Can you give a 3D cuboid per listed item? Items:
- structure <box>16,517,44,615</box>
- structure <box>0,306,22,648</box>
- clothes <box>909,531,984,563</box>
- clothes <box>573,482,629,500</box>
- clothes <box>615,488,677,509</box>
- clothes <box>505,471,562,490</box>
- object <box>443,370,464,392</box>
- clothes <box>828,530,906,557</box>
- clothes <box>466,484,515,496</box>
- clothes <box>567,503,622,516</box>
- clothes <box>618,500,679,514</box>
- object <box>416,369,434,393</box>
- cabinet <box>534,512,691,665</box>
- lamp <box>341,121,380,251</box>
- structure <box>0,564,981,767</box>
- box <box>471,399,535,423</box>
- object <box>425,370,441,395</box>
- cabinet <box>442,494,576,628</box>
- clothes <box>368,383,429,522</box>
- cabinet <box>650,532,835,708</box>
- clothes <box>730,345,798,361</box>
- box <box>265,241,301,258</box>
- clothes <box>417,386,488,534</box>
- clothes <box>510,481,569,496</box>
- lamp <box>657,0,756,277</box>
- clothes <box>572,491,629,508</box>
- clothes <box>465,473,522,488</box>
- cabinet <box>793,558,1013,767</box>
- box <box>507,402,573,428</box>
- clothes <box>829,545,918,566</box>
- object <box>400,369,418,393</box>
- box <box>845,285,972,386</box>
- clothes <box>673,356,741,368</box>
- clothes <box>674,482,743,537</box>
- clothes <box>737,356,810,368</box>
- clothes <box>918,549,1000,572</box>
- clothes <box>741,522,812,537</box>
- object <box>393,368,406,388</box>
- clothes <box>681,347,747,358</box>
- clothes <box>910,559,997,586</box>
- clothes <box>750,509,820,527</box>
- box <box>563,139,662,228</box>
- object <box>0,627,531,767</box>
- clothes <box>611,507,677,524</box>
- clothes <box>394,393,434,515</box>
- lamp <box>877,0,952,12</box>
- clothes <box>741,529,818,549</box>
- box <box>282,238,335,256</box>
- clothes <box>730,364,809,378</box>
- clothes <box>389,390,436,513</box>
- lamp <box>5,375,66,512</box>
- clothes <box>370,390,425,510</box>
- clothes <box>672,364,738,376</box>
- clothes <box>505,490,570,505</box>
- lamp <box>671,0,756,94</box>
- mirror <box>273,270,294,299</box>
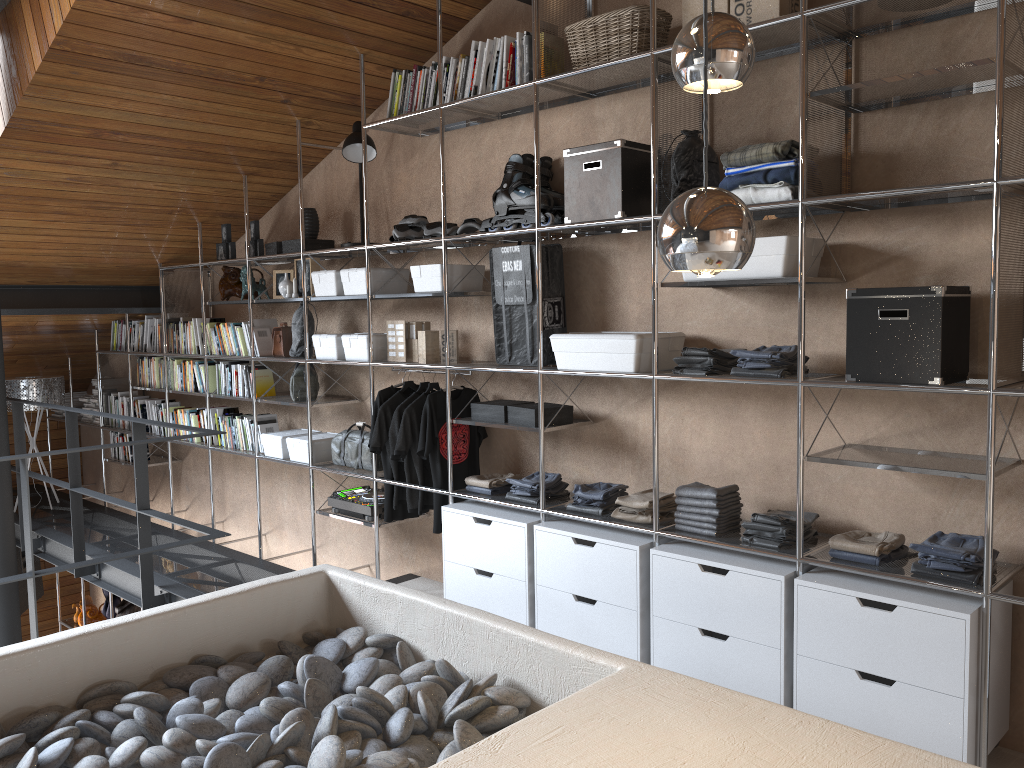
[{"bbox_3d":[-4.161,1.496,7.270,0.461,0.735,0.488,-1,5,4],"label":"structure"},{"bbox_3d":[-2.280,1.044,3.969,1.689,5.699,1.197,3,6,43],"label":"structure"},{"bbox_3d":[1.352,0.499,2.722,0.200,0.052,0.194,-6,7,-45],"label":"clothes"},{"bbox_3d":[0.373,0.437,3.661,0.184,0.049,0.204,3,6,43],"label":"clothes"},{"bbox_3d":[0.536,0.448,3.479,0.187,0.047,0.212,3,7,44],"label":"clothes"},{"bbox_3d":[0.107,0.425,3.902,0.200,0.052,0.194,-6,7,-45],"label":"clothes"},{"bbox_3d":[-0.282,-0.005,4.213,0.016,0.118,0.283,3,6,43],"label":"object"},{"bbox_3d":[1.169,0.512,2.893,0.221,0.050,0.196,-6,7,-44],"label":"clothes"},{"bbox_3d":[-0.067,0.468,4.087,0.248,0.043,0.190,-5,6,-38],"label":"clothes"},{"bbox_3d":[0.368,0.492,3.673,0.207,0.048,0.242,3,6,41],"label":"clothes"},{"bbox_3d":[0.539,0.475,3.468,0.229,0.052,0.199,-5,6,-43],"label":"clothes"},{"bbox_3d":[-0.427,0.028,4.350,0.009,0.197,0.387,3,6,39],"label":"object"},{"bbox_3d":[0.432,0.851,3.625,0.527,0.561,0.435,3,6,44],"label":"cabinet"},{"bbox_3d":[-0.798,-1.037,4.640,0.233,0.660,0.322,-1,5,7],"label":"lamp"},{"bbox_3d":[-1.266,0.861,0.554,2.634,1.120,4.614,3,6,43],"label":"structure"},{"bbox_3d":[-0.041,0.123,4.031,0.207,0.079,0.208,3,6,42],"label":"box"},{"bbox_3d":[-0.380,0.031,4.305,0.009,0.197,0.387,3,6,39],"label":"object"},{"bbox_3d":[0.025,0.828,4.006,0.527,0.561,0.435,3,6,44],"label":"cabinet"},{"bbox_3d":[-0.538,0.340,4.488,0.090,0.689,0.424,3,6,42],"label":"clothes"},{"bbox_3d":[0.847,0.876,3.232,0.527,0.561,0.435,3,6,44],"label":"cabinet"},{"bbox_3d":[0.895,-0.108,3.098,0.200,0.052,0.194,-6,7,-45],"label":"clothes"},{"bbox_3d":[-1.296,-0.777,5.140,0.208,0.079,0.207,-4,6,-33],"label":"box"},{"bbox_3d":[-0.271,0.356,4.235,0.090,0.689,0.424,3,6,42],"label":"clothes"},{"bbox_3d":[0.114,0.456,3.889,0.191,0.047,0.215,3,7,44],"label":"clothes"},{"bbox_3d":[0.278,-1.045,1.277,0.146,1.771,0.146,-3,5,-21],"label":"lamp"},{"bbox_3d":[0.359,0.467,3.653,0.203,0.053,0.198,-5,6,-42],"label":"clothes"},{"bbox_3d":[-0.076,0.438,4.073,0.221,0.050,0.196,-6,7,-44],"label":"clothes"},{"bbox_3d":[1.250,0.900,2.846,0.527,0.561,0.435,3,6,44],"label":"cabinet"},{"bbox_3d":[0.123,0.134,3.863,0.208,0.079,0.207,-4,6,-34],"label":"box"},{"bbox_3d":[1.179,0.542,2.907,0.248,0.043,0.190,-5,6,-38],"label":"clothes"},{"bbox_3d":[-0.516,0.022,4.434,0.009,0.197,0.387,3,6,39],"label":"object"},{"bbox_3d":[1.235,-0.154,2.767,0.289,0.295,0.266,3,6,43],"label":"box"},{"bbox_3d":[0.733,-0.085,3.297,0.191,0.047,0.215,3,6,43],"label":"clothes"},{"bbox_3d":[0.728,0.456,3.278,0.184,0.172,0.201,-6,7,-44],"label":"clothes"},{"bbox_3d":[0.902,-0.077,3.085,0.191,0.047,0.215,3,7,44],"label":"clothes"},{"bbox_3d":[1.359,0.530,2.709,0.191,0.047,0.215,3,7,44],"label":"clothes"},{"bbox_3d":[0.948,0.503,3.150,0.191,0.047,0.215,3,6,43],"label":"clothes"},{"bbox_3d":[-0.549,-0.021,4.466,0.016,0.118,0.283,3,6,43],"label":"object"},{"bbox_3d":[0.738,-0.115,3.279,0.194,0.052,0.200,4,7,44],"label":"clothes"},{"bbox_3d":[1.370,0.554,2.726,0.208,0.045,0.243,3,6,43],"label":"clothes"},{"bbox_3d":[0.953,0.473,3.132,0.194,0.052,0.200,4,7,44],"label":"clothes"},{"bbox_3d":[0.398,-0.783,3.503,0.289,0.295,0.266,3,6,43],"label":"box"},{"bbox_3d":[-0.743,0.907,1.919,1.435,0.246,1.842,3,6,43],"label":"object"},{"bbox_3d":[0.539,0.502,3.494,0.212,0.053,0.238,3,6,41],"label":"clothes"},{"bbox_3d":[-0.385,0.329,4.317,0.074,0.586,0.488,2,6,36],"label":"clothes"},{"bbox_3d":[1.206,-1.494,2.668,0.322,0.660,0.233,0,5,17],"label":"lamp"},{"bbox_3d":[0.938,0.528,3.137,0.208,0.045,0.243,3,6,43],"label":"clothes"},{"bbox_3d":[-1.143,-0.767,4.985,0.207,0.079,0.208,3,6,40],"label":"box"},{"bbox_3d":[0.913,-0.053,3.102,0.208,0.045,0.243,3,6,43],"label":"clothes"},{"bbox_3d":[-0.411,0.324,4.385,0.074,0.586,0.488,2,6,36],"label":"clothes"},{"bbox_3d":[-3.656,0.449,6.768,0.475,1.002,0.475,-3,5,-23],"label":"lamp"},{"bbox_3d":[-0.521,0.321,4.446,0.074,0.586,0.488,2,6,36],"label":"clothes"},{"bbox_3d":[0.723,-0.060,3.284,0.208,0.045,0.243,3,6,43],"label":"clothes"},{"bbox_3d":[0.124,0.480,3.906,0.208,0.045,0.243,3,6,43],"label":"clothes"},{"bbox_3d":[0.344,-1.253,1.519,0.146,1.474,0.146,-2,5,-15],"label":"lamp"},{"bbox_3d":[-1.328,-0.583,5.199,0.130,0.168,0.069,0,5,14],"label":"mirror"}]
